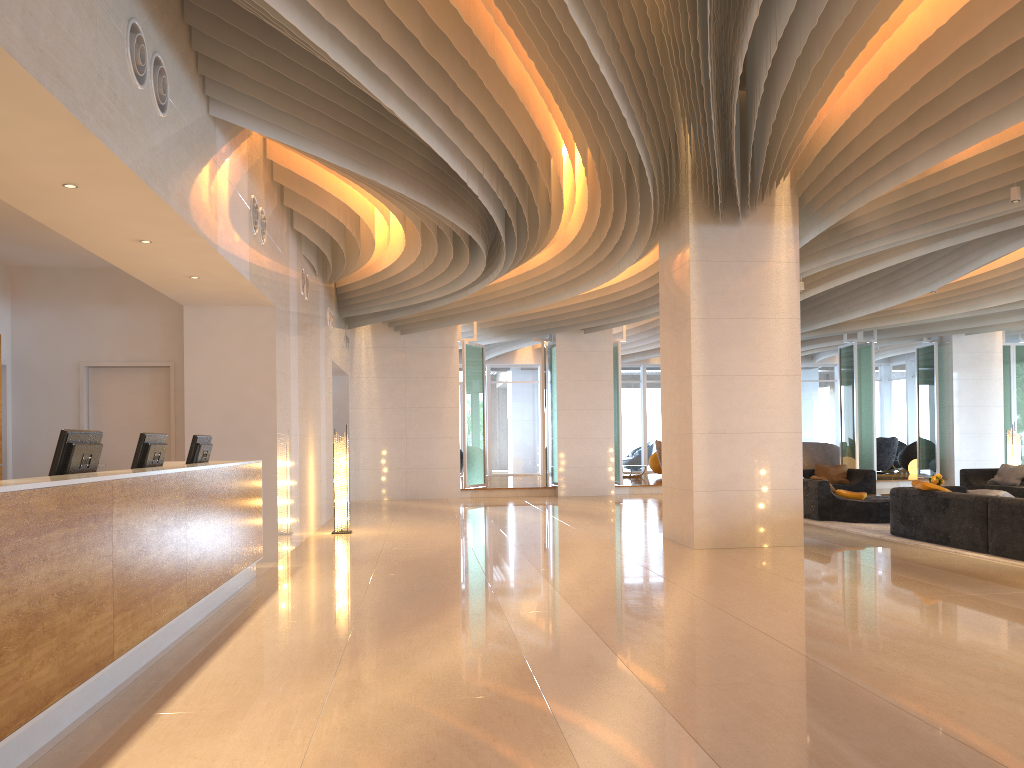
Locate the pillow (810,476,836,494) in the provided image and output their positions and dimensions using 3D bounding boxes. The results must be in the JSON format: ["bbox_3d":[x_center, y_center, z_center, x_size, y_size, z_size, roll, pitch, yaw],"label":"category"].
[{"bbox_3d":[4.577,1.496,12.944,0.329,0.311,0.423,-1,-3,-5],"label":"pillow"}]

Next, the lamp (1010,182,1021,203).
[{"bbox_3d":[4.980,-2.560,8.791,0.090,1.505,0.088,-1,0,-16],"label":"lamp"}]

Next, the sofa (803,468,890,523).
[{"bbox_3d":[5.496,1.732,14.594,2.836,0.652,5.076,0,-4,-6],"label":"sofa"}]

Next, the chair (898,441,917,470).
[{"bbox_3d":[11.577,1.969,24.834,1.522,1.004,1.135,-1,-2,-4],"label":"chair"}]

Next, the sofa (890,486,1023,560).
[{"bbox_3d":[5.128,1.388,8.780,0.945,0.581,3.768,0,-4,-6],"label":"sofa"}]

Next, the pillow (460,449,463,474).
[{"bbox_3d":[-1.852,1.866,20.563,1.526,1.004,1.131,0,-2,-9],"label":"pillow"}]

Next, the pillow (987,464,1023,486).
[{"bbox_3d":[8.862,1.609,15.778,0.555,0.377,0.630,1,-3,-29],"label":"pillow"}]

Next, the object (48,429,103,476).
[{"bbox_3d":[-2.326,0.466,4.812,0.355,0.435,0.535,-1,-2,-7],"label":"object"}]

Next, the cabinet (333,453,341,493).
[{"bbox_3d":[-3.326,1.539,15.446,0.561,0.661,1.506,-1,-3,-6],"label":"cabinet"}]

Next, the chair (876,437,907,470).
[{"bbox_3d":[11.382,2.106,26.861,1.513,1.004,1.141,-1,-2,6],"label":"chair"}]

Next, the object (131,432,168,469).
[{"bbox_3d":[-2.458,0.553,6.100,0.355,0.435,0.535,-1,-2,-7],"label":"object"}]

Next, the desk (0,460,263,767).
[{"bbox_3d":[-2.400,1.003,4.788,0.901,1.048,6.654,-1,-4,-6],"label":"desk"}]

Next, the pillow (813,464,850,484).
[{"bbox_3d":[6.086,1.720,16.892,0.633,0.377,0.553,-2,-3,15],"label":"pillow"}]

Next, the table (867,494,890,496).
[{"bbox_3d":[6.750,1.908,14.190,1.607,0.220,1.597,0,-4,-7],"label":"table"}]

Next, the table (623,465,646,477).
[{"bbox_3d":[3.122,2.377,24.092,1.080,0.318,0.819,-1,-3,0],"label":"table"}]

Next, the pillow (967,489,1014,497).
[{"bbox_3d":[5.024,1.282,9.161,0.422,0.376,0.586,-1,-3,-4],"label":"pillow"}]

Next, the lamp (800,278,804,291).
[{"bbox_3d":[4.534,-2.214,13.932,0.087,1.505,0.090,-1,-1,38],"label":"lamp"}]

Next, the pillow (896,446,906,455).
[{"bbox_3d":[11.738,2.010,26.880,0.498,0.408,0.469,-2,-3,20],"label":"pillow"}]

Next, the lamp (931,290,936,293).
[{"bbox_3d":[6.750,-2.223,14.233,0.087,1.505,0.090,-1,-1,38],"label":"lamp"}]

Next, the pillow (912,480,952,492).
[{"bbox_3d":[4.859,1.283,10.042,0.543,0.377,0.645,-1,-3,15],"label":"pillow"}]

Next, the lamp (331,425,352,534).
[{"bbox_3d":[-2.286,1.270,11.874,0.251,1.449,0.249,-1,-1,-7],"label":"lamp"}]

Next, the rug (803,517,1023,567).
[{"bbox_3d":[7.244,1.697,9.399,5.534,0.022,16.181,0,-4,-6],"label":"rug"}]

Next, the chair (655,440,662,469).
[{"bbox_3d":[4.227,1.919,22.582,1.135,1.004,1.521,-1,-3,1],"label":"chair"}]

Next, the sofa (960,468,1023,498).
[{"bbox_3d":[8.861,1.715,14.479,0.945,0.581,3.768,0,-4,-6],"label":"sofa"}]

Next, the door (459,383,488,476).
[{"bbox_3d":[-1.476,1.360,26.484,1.465,2.769,0.060,-1,0,-8],"label":"door"}]

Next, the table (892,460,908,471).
[{"bbox_3d":[11.554,2.379,25.834,1.080,0.318,0.819,-1,-3,0],"label":"table"}]

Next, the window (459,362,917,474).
[{"bbox_3d":[11.225,-0.025,11.999,22.542,3.217,53.592,2,-5,-41],"label":"window"}]

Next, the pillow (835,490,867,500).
[{"bbox_3d":[4.846,1.577,12.666,0.405,0.135,0.423,-3,-4,27],"label":"pillow"}]

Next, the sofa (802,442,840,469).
[{"bbox_3d":[7.671,1.987,23.520,2.521,0.900,1.130,-4,-4,43],"label":"sofa"}]

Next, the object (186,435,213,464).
[{"bbox_3d":[-2.597,0.645,7.457,0.355,0.435,0.535,-1,-2,-7],"label":"object"}]

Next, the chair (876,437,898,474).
[{"bbox_3d":[9.908,1.952,24.234,1.543,1.004,1.119,1,-3,-34],"label":"chair"}]

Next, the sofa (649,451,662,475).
[{"bbox_3d":[5.043,2.098,24.666,2.587,0.900,1.101,0,-3,-17],"label":"sofa"}]

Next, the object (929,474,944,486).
[{"bbox_3d":[6.870,1.619,14.358,0.233,0.376,0.269,-1,-2,25],"label":"object"}]

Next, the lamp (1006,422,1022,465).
[{"bbox_3d":[9.484,1.435,16.749,0.251,1.449,0.249,-1,-1,-7],"label":"lamp"}]
